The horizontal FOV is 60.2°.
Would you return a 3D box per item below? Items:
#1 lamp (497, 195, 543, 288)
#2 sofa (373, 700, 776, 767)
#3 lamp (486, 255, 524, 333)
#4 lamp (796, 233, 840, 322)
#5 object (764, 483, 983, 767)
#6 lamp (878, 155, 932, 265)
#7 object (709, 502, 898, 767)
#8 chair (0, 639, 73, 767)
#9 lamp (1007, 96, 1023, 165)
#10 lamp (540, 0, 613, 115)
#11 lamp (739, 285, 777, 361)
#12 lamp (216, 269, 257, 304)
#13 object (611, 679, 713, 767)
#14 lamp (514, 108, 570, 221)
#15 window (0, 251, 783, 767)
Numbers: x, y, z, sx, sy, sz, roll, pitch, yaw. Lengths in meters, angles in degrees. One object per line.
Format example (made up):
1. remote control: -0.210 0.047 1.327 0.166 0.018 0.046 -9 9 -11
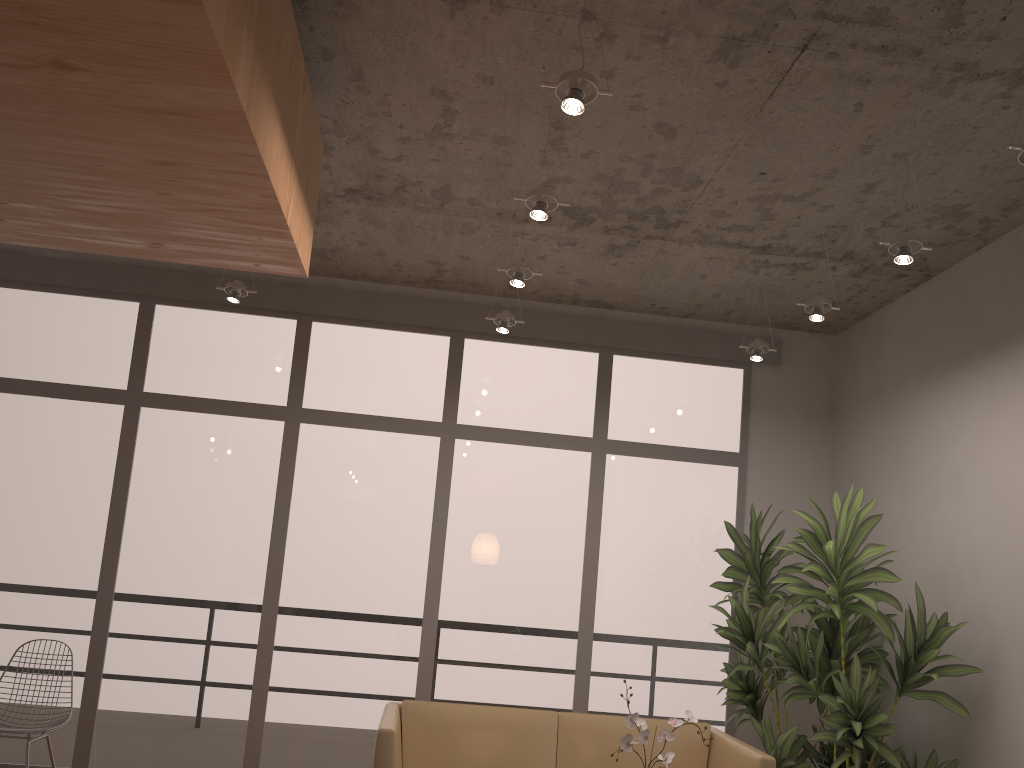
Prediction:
1. lamp: 0.054 -0.720 4.391 0.200 0.476 0.135 11 -10 -37
2. sofa: 0.229 2.035 4.240 1.802 0.826 0.892 6 -11 -5
3. lamp: -0.027 -0.538 5.201 0.200 0.476 0.135 11 -10 -37
4. lamp: 1.572 -0.558 4.513 0.200 0.476 0.135 11 -10 -37
5. object: 1.759 1.593 4.501 0.966 2.076 1.096 4 -9 8
6. lamp: 1.653 -0.740 3.703 0.200 0.476 0.135 11 -10 -37
7. object: 1.678 1.741 5.168 1.081 2.076 0.980 3 -9 13
8. chair: -2.778 1.905 4.950 0.543 0.888 0.569 6 -9 -5
9. lamp: 1.734 -0.921 2.893 0.200 0.476 0.135 11 -10 -37
10. lamp: 0.216 -1.083 2.771 0.200 0.476 0.135 11 -10 -37
11. lamp: 1.491 -0.377 5.323 0.200 0.476 0.135 11 -10 -37
12. lamp: -1.564 -0.702 5.078 0.200 0.476 0.135 11 -10 -37
13. object: 0.469 1.327 3.011 0.298 0.581 0.376 7 -9 -10
14. lamp: 0.135 -0.901 3.581 0.200 0.476 0.135 11 -10 -37
15. window: -2.509 0.848 5.588 8.561 3.237 0.063 6 -8 -5
